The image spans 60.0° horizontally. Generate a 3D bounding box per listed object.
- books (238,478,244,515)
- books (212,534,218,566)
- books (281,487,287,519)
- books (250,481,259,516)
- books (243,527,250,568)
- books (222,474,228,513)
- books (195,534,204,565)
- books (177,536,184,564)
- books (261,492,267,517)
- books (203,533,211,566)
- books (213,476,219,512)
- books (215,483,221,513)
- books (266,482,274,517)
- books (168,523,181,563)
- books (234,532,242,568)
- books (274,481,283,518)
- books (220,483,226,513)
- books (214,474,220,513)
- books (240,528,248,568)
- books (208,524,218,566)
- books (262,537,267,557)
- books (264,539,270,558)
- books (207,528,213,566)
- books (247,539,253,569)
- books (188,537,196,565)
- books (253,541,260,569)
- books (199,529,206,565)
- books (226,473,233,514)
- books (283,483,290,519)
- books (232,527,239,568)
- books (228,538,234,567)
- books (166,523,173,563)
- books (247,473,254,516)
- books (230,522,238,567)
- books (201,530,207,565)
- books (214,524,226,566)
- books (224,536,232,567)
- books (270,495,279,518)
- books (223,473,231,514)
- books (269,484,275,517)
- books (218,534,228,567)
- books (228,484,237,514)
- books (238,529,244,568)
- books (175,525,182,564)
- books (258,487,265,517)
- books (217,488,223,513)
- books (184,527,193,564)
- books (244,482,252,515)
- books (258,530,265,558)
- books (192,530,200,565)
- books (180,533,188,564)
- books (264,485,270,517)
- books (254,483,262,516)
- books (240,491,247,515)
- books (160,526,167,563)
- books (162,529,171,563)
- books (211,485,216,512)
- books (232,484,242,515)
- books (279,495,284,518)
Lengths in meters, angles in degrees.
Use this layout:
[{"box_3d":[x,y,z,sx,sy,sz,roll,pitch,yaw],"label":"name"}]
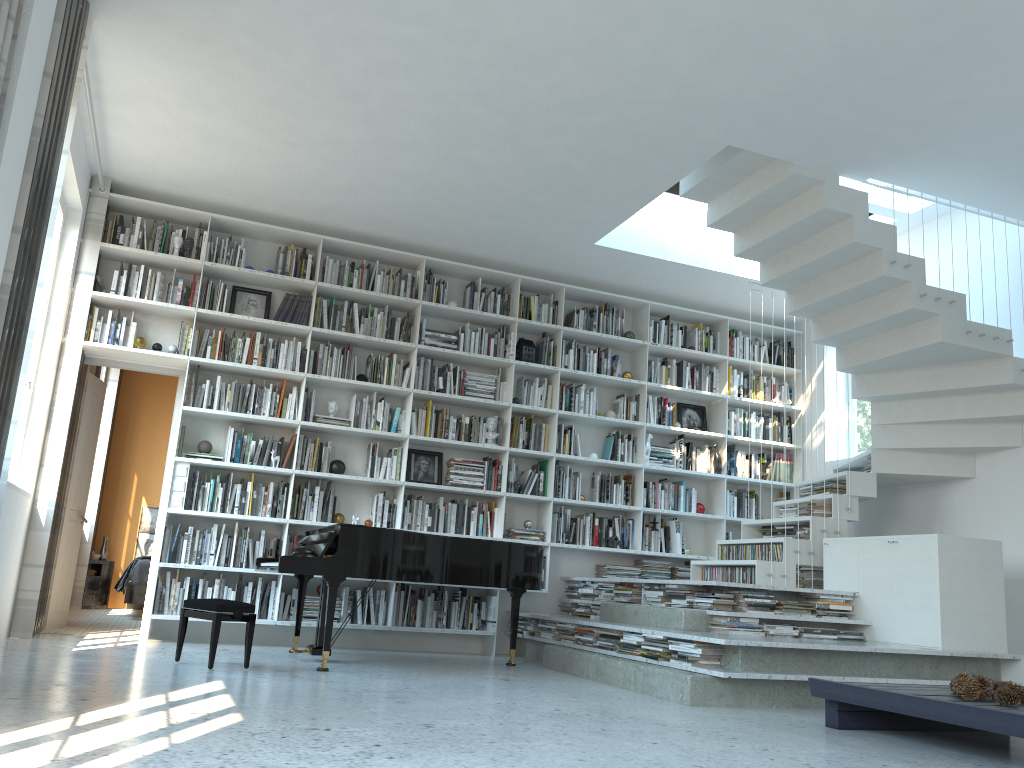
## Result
[{"box_3d":[-2.019,0.841,6.585,0.014,0.281,0.150,9,-13,-20],"label":"books"},{"box_3d":[-2.169,1.212,6.469,0.012,0.232,0.148,9,-13,-20],"label":"books"},{"box_3d":[-1.729,0.906,6.685,0.010,0.239,0.175,9,-13,-20],"label":"books"},{"box_3d":[-1.928,0.863,6.606,0.028,0.260,0.181,9,-13,-20],"label":"books"},{"box_3d":[-1.965,1.207,6.538,0.013,0.300,0.173,9,-13,-20],"label":"books"},{"box_3d":[-2.133,0.821,6.569,0.009,0.298,0.141,9,-13,-20],"label":"books"},{"box_3d":[-2.262,1.196,6.408,0.028,0.222,0.189,9,-13,-20],"label":"books"},{"box_3d":[-2.388,1.195,6.384,0.024,0.197,0.148,9,-13,-20],"label":"books"},{"box_3d":[-1.865,0.911,6.647,0.023,0.193,0.140,9,-13,-20],"label":"books"},{"box_3d":[-2.219,1.203,6.435,0.028,0.228,0.158,9,-13,-20],"label":"books"},{"box_3d":[-2.187,0.819,6.531,0.009,0.277,0.158,9,-13,-20],"label":"books"},{"box_3d":[-2.165,0.848,6.516,0.015,0.218,0.190,9,-13,-20],"label":"books"},{"box_3d":[-1.825,0.877,6.646,0.021,0.265,0.186,9,-13,-20],"label":"books"},{"box_3d":[-2.422,1.143,6.358,0.052,0.283,0.172,9,-13,-20],"label":"books"},{"box_3d":[-2.024,1.224,6.527,0.029,0.254,0.153,9,-13,-20],"label":"books"},{"box_3d":[-1.758,0.877,6.671,0.014,0.285,0.179,9,-13,-20],"label":"books"},{"box_3d":[-2.146,0.852,6.556,0.016,0.230,0.136,9,-13,-20],"label":"books"},{"box_3d":[-2.171,0.812,6.514,0.007,0.285,0.182,9,-13,-20],"label":"books"},{"box_3d":[-1.983,1.211,6.536,0.022,0.290,0.138,9,-13,-20],"label":"books"},{"box_3d":[-2.183,1.176,6.468,0.027,0.299,0.142,9,-13,-20],"label":"books"},{"box_3d":[-1.845,1.252,6.562,0.011,0.239,0.175,9,-13,-20],"label":"books"},{"box_3d":[-1.839,1.268,6.599,0.030,0.226,0.140,9,-13,-20],"label":"books"},{"box_3d":[-2.206,1.188,6.465,0.013,0.273,0.146,9,-13,-20],"label":"books"},{"box_3d":[-1.935,1.254,6.544,0.059,0.215,0.177,9,-13,-20],"label":"books"},{"box_3d":[-2.318,1.206,6.416,0.025,0.199,0.137,9,-13,-20],"label":"books"},{"box_3d":[-1.901,1.270,6.574,0.030,0.202,0.142,9,-13,-20],"label":"books"},{"box_3d":[-2.243,1.183,6.420,0.013,0.256,0.189,9,-13,-20],"label":"books"},{"box_3d":[-2.096,0.817,6.558,0.012,0.305,0.190,9,-13,-20],"label":"books"},{"box_3d":[-1.719,0.893,6.715,0.024,0.279,0.136,9,-13,-20],"label":"books"},{"box_3d":[-2.035,1.198,6.508,0.012,0.294,0.176,9,-13,-20],"label":"books"},{"box_3d":[-2.066,1.239,6.501,0.013,0.208,0.155,9,-13,-20],"label":"books"},{"box_3d":[-2.449,1.140,6.338,0.011,0.276,0.189,9,-13,-20],"label":"books"},{"box_3d":[-1.952,0.831,6.612,0.021,0.322,0.172,9,-13,-20],"label":"books"},{"box_3d":[-2.042,1.180,6.500,0.014,0.324,0.171,9,-13,-20],"label":"books"},{"box_3d":[-2.231,1.186,6.419,0.010,0.252,0.178,9,-13,-20],"label":"books"},{"box_3d":[-2.135,1.176,6.467,0.039,0.306,0.172,9,-13,-20],"label":"books"},{"box_3d":[-2.085,1.228,6.496,0.028,0.224,0.134,9,-13,-20],"label":"books"},{"box_3d":[-1.794,0.928,6.669,0.041,0.181,0.142,9,-13,-20],"label":"books"},{"box_3d":[-2.107,0.816,6.541,0.019,0.299,0.180,9,-13,-20],"label":"books"},{"box_3d":[-1.816,0.886,6.668,0.013,0.259,0.143,9,-13,-20],"label":"books"},{"box_3d":[-2.113,1.218,6.492,0.031,0.238,0.132,9,-13,-20],"label":"books"},{"box_3d":[-2.080,0.862,6.576,0.045,0.229,0.138,9,-13,-20],"label":"books"},{"box_3d":[-2.004,1.214,6.540,0.013,0.283,0.139,9,-13,-20],"label":"books"},{"box_3d":[-2.401,1.156,6.385,0.010,0.273,0.150,9,-13,-20],"label":"books"},{"box_3d":[-1.886,0.890,6.639,0.025,0.228,0.153,9,-13,-20],"label":"books"},{"box_3d":[-2.150,0.864,6.514,0.016,0.188,0.184,9,-13,-20],"label":"books"},{"box_3d":[-2.334,1.166,6.394,0.029,0.265,0.172,9,-13,-20],"label":"books"},{"box_3d":[-1.975,0.862,6.600,0.026,0.253,0.177,9,-13,-20],"label":"books"},{"box_3d":[-1.870,1.231,6.585,0.025,0.287,0.131,9,-13,-20],"label":"books"},{"box_3d":[-2.297,1.187,6.432,0.022,0.247,0.134,9,-13,-20],"label":"books"},{"box_3d":[-2.357,1.184,6.374,0.022,0.220,0.188,9,-13,-20],"label":"books"},{"box_3d":[-1.846,0.887,6.654,0.010,0.245,0.160,9,-13,-20],"label":"books"},{"box_3d":[-1.904,0.874,6.619,0.028,0.248,0.159,9,-13,-20],"label":"books"},{"box_3d":[-1.999,0.891,6.573,0.029,0.181,0.190,9,-13,-20],"label":"books"},{"box_3d":[-2.497,1.151,6.349,0.012,0.253,0.161,9,-13,-20],"label":"books"},{"box_3d":[-2.474,1.159,6.342,0.029,0.238,0.154,9,-13,-20],"label":"books"},{"box_3d":[-2.204,0.852,6.528,0.016,0.210,0.146,9,-13,-20],"label":"books"},{"box_3d":[-2.040,0.864,6.573,0.027,0.229,0.159,9,-13,-20],"label":"books"},{"box_3d":[-1.755,0.934,6.697,0.023,0.186,0.130,9,-13,-20],"label":"books"}]
